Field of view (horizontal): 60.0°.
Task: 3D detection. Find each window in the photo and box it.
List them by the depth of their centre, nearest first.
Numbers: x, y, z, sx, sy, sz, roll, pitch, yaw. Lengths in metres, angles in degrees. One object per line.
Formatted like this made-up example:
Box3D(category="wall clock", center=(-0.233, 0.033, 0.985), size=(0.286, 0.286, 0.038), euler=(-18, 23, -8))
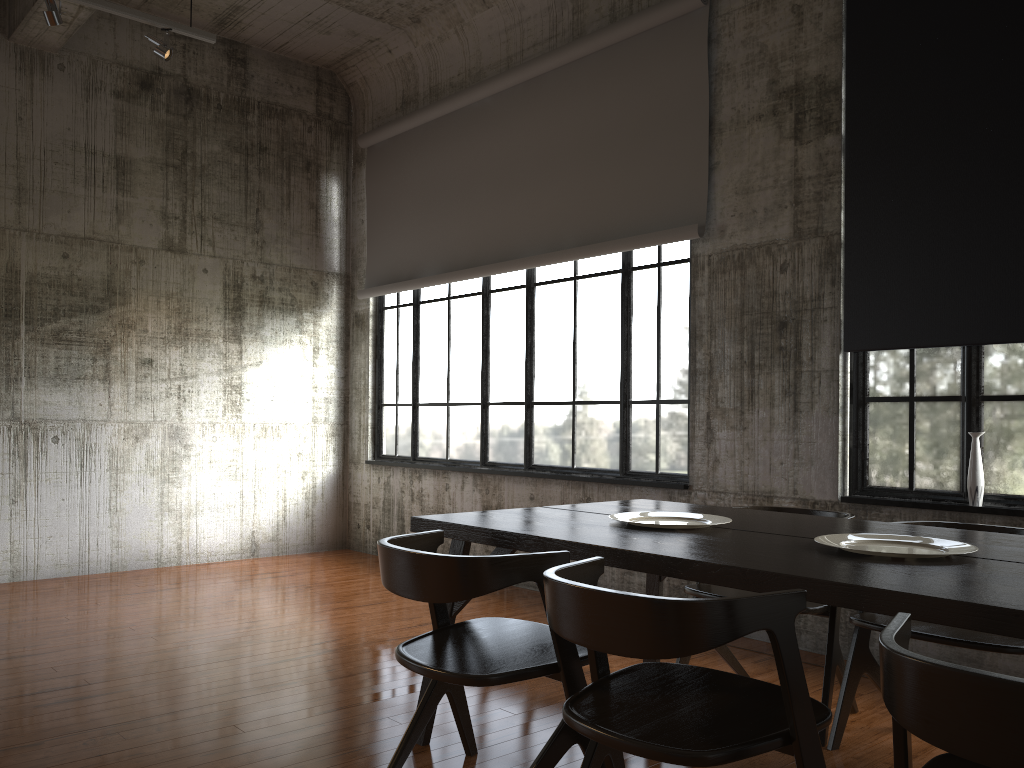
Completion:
Box3D(category="window", center=(3.368, -1.022, 4.122), size=(0.050, 3.434, 3.813), euler=(1, -2, -41))
Box3D(category="window", center=(-0.049, -0.898, 8.008), size=(0.050, 3.434, 4.305), euler=(1, -2, -41))

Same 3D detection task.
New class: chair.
Box3D(category="chair", center=(1.160, 1.038, 1.833), size=(0.878, 0.993, 0.770), euler=(-1, -2, 45))
Box3D(category="chair", center=(0.492, 1.065, 2.656), size=(0.770, 0.993, 0.878), euler=(2, -2, -42))
Box3D(category="chair", center=(-0.103, 1.086, 3.332), size=(0.770, 0.993, 0.878), euler=(2, -2, -41))
Box3D(category="chair", center=(1.918, 1.129, 3.805), size=(0.770, 0.993, 0.878), euler=(2, -2, -41))
Box3D(category="chair", center=(1.323, 1.151, 4.482), size=(0.770, 0.993, 0.878), euler=(2, -2, -42))

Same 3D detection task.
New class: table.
Box3D(category="table", center=(1.359, 1.089, 3.160), size=(1.639, 1.005, 3.703), euler=(2, -3, -41))

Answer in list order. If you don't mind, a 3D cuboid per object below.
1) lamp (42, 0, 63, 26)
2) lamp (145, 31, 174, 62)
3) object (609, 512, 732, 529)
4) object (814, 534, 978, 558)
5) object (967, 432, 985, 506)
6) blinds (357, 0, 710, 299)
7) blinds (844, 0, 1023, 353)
Box3D(category="lamp", center=(-3.099, -2.514, 5.980), size=(0.102, 0.251, 0.165), euler=(1, -1, 4))
Box3D(category="lamp", center=(-2.571, -2.480, 6.512), size=(0.226, 0.215, 0.102), euler=(1, -1, 0))
Box3D(category="object", center=(0.685, 0.594, 3.853), size=(0.527, 0.024, 0.527), euler=(2, -3, -31))
Box3D(category="object", center=(1.338, 0.570, 3.110), size=(0.527, 0.024, 0.527), euler=(2, -3, -31))
Box3D(category="object", center=(2.556, 0.468, 4.885), size=(0.082, 0.410, 0.082), euler=(1, -1, 9))
Box3D(category="blinds", center=(-0.140, -1.847, 7.848), size=(0.137, 1.775, 4.467), euler=(1, -2, -41))
Box3D(category="blinds", center=(2.467, -1.476, 5.042), size=(0.034, 2.533, 1.215), euler=(1, -1, -41))
